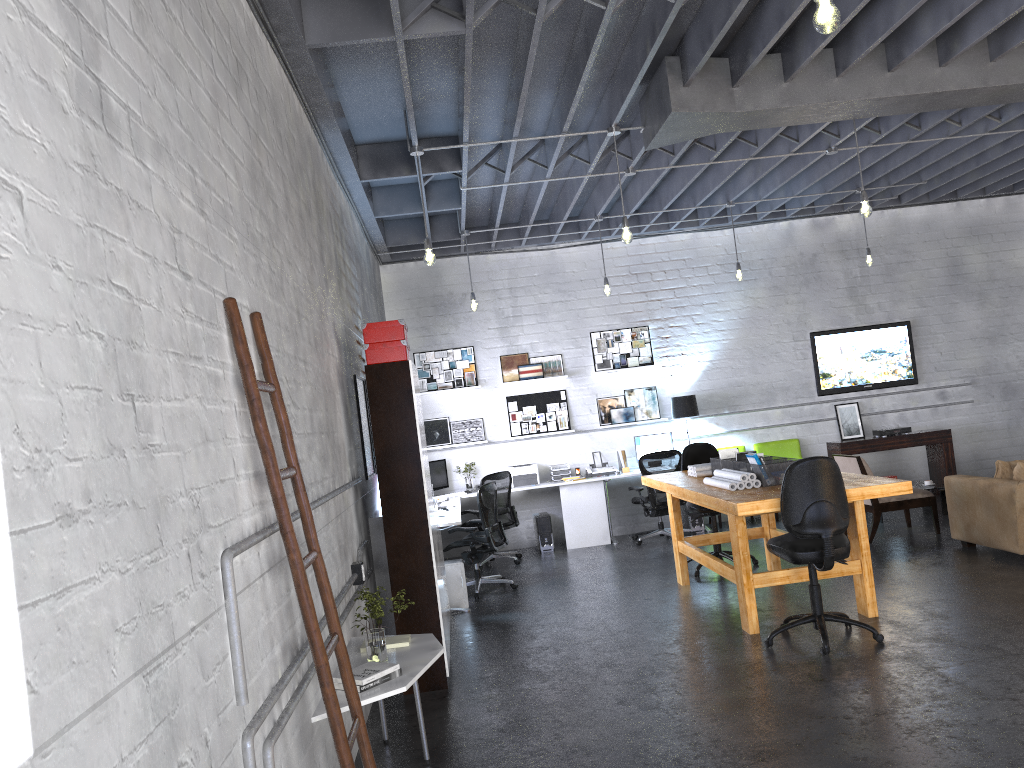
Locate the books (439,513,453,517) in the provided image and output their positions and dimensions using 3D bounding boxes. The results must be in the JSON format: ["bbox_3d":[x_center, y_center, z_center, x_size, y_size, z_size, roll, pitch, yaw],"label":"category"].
[{"bbox_3d":[-0.661,1.188,7.999,0.212,0.010,0.170,-8,-2,23],"label":"books"}]

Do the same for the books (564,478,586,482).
[{"bbox_3d":[0.746,1.129,10.472,0.211,0.014,0.148,-5,-3,-39],"label":"books"}]

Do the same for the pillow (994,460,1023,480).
[{"bbox_3d":[4.255,0.813,7.429,0.523,0.403,0.319,-7,-2,16],"label":"pillow"}]

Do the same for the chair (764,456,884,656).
[{"bbox_3d":[1.834,1.026,5.557,0.659,1.164,0.687,-7,-1,-6],"label":"chair"}]

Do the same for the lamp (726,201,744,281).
[{"bbox_3d":[2.464,-1.570,9.793,0.104,0.878,0.104,-7,-1,-4],"label":"lamp"}]

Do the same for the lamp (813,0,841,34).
[{"bbox_3d":[1.036,-1.644,3.063,0.104,0.878,0.104,-7,-1,14],"label":"lamp"}]

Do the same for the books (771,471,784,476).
[{"bbox_3d":[1.920,0.633,6.275,0.127,0.022,0.181,-7,-2,-9],"label":"books"}]

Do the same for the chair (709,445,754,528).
[{"bbox_3d":[2.686,1.240,10.819,0.611,0.920,0.516,-7,-1,-4],"label":"chair"}]

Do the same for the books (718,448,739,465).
[{"bbox_3d":[1.806,0.640,7.331,0.171,0.210,0.046,-7,-1,-4],"label":"books"}]

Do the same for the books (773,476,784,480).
[{"bbox_3d":[1.927,0.654,6.280,0.141,0.021,0.203,-7,-2,-3],"label":"books"}]

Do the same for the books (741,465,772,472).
[{"bbox_3d":[1.840,0.626,6.583,0.232,0.027,0.185,-6,-2,-32],"label":"books"}]

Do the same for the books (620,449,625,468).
[{"bbox_3d":[1.333,0.925,10.802,0.043,0.296,0.210,-7,-1,-4],"label":"books"}]

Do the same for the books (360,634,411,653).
[{"bbox_3d":[-0.648,1.333,4.563,0.248,0.021,0.177,-7,-2,-4],"label":"books"}]

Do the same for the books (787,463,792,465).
[{"bbox_3d":[2.162,0.665,7.151,0.244,0.067,0.298,-7,-2,6],"label":"books"}]

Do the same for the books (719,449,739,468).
[{"bbox_3d":[1.806,0.646,7.299,0.158,0.199,0.082,-7,-1,-4],"label":"books"}]

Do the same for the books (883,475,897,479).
[{"bbox_3d":[4.280,1.079,10.131,0.185,0.041,0.129,-7,-2,-9],"label":"books"}]

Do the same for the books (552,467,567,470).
[{"bbox_3d":[0.580,1.028,10.781,0.133,0.008,0.203,-6,-2,-21],"label":"books"}]

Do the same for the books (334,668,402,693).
[{"bbox_3d":[-0.641,1.304,3.924,0.185,0.031,0.250,-9,-3,38],"label":"books"}]

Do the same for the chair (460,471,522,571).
[{"bbox_3d":[-0.289,1.515,9.942,0.753,1.031,0.731,-7,-2,20],"label":"chair"}]

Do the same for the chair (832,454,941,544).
[{"bbox_3d":[3.699,1.081,8.803,0.724,0.842,0.575,-7,-1,-4],"label":"chair"}]

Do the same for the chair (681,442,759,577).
[{"bbox_3d":[1.863,1.118,8.128,0.659,1.164,0.687,-7,-1,-6],"label":"chair"}]

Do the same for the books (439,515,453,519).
[{"bbox_3d":[-0.663,1.199,7.994,0.209,0.012,0.158,-8,-2,19],"label":"books"}]

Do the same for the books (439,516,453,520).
[{"bbox_3d":[-0.659,1.210,7.992,0.213,0.012,0.158,-8,-2,21],"label":"books"}]

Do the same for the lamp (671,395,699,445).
[{"bbox_3d":[2.143,0.560,10.834,0.333,0.831,0.333,-6,-2,-42],"label":"lamp"}]

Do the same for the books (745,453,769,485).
[{"bbox_3d":[1.738,0.598,6.258,0.108,0.234,0.166,-7,-1,-4],"label":"books"}]

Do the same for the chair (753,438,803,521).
[{"bbox_3d":[3.375,1.157,10.864,0.611,0.920,0.516,-7,-1,-4],"label":"chair"}]

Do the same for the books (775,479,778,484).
[{"bbox_3d":[1.926,0.679,6.278,0.155,0.029,0.226,-7,-2,-4],"label":"books"}]

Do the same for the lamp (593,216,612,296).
[{"bbox_3d":[0.995,-1.394,9.697,0.104,0.878,0.104,-7,-1,-4],"label":"lamp"}]

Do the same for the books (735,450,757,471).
[{"bbox_3d":[1.791,0.621,6.759,0.158,0.214,0.063,-7,-1,-4],"label":"books"}]

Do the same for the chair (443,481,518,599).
[{"bbox_3d":[-0.372,1.471,8.477,0.753,1.031,0.732,-7,-1,0],"label":"chair"}]

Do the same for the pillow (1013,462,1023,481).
[{"bbox_3d":[4.406,0.788,7.226,0.704,0.402,0.291,-7,-1,-4],"label":"pillow"}]

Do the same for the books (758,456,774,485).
[{"bbox_3d":[1.773,0.606,6.245,0.097,0.209,0.158,-7,-1,-4],"label":"books"}]

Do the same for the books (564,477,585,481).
[{"bbox_3d":[0.728,1.117,10.459,0.211,0.014,0.148,-6,-2,-29],"label":"books"}]

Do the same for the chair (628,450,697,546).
[{"bbox_3d":[1.650,1.288,10.223,0.731,1.031,0.753,-6,-2,-35],"label":"chair"}]

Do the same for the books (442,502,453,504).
[{"bbox_3d":[-0.679,1.264,9.424,0.112,0.001,0.066,-6,-2,-17],"label":"books"}]

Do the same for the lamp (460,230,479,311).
[{"bbox_3d":[-0.457,-1.220,9.602,0.104,0.878,0.104,-7,-1,-4],"label":"lamp"}]

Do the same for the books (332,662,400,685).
[{"bbox_3d":[-0.643,1.277,3.914,0.185,0.022,0.234,-8,-3,34],"label":"books"}]

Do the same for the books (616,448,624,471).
[{"bbox_3d":[1.324,0.927,10.798,0.036,0.296,0.210,-7,-1,-4],"label":"books"}]

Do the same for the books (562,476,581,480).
[{"bbox_3d":[0.701,1.106,10.455,0.211,0.014,0.148,-7,-2,11],"label":"books"}]

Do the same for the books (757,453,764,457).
[{"bbox_3d":[1.858,0.627,6.794,0.143,0.188,0.061,-7,-1,-4],"label":"books"}]

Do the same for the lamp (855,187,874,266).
[{"bbox_3d":[3.938,-1.747,9.890,0.104,0.878,0.104,-8,-1,40],"label":"lamp"}]
